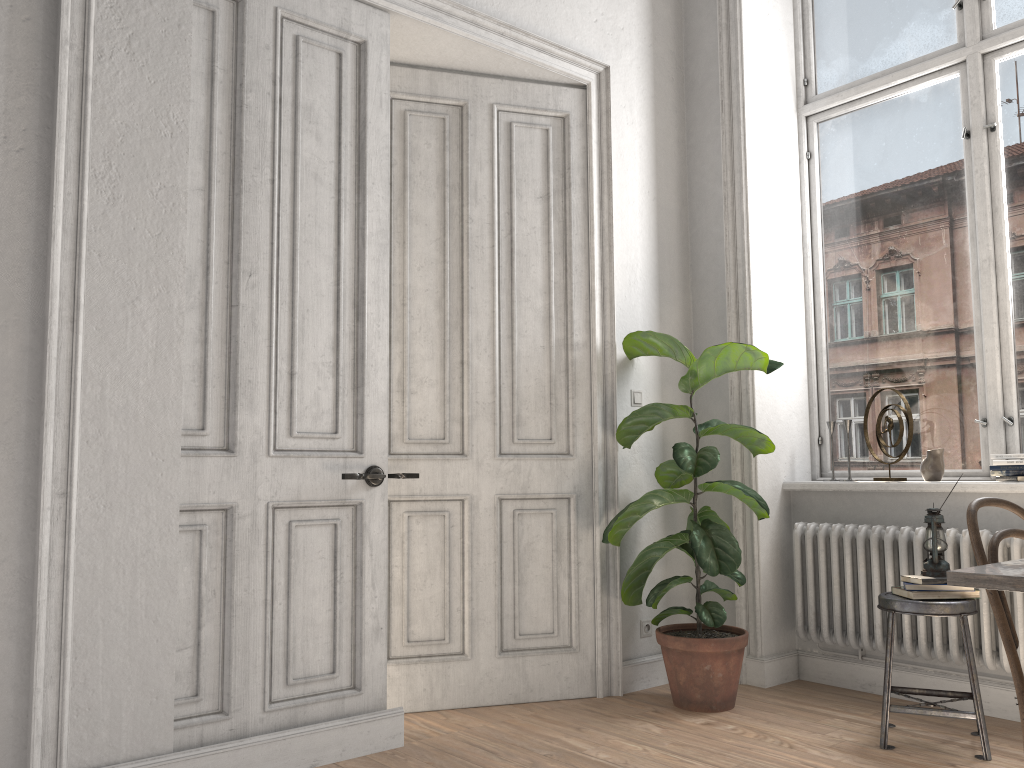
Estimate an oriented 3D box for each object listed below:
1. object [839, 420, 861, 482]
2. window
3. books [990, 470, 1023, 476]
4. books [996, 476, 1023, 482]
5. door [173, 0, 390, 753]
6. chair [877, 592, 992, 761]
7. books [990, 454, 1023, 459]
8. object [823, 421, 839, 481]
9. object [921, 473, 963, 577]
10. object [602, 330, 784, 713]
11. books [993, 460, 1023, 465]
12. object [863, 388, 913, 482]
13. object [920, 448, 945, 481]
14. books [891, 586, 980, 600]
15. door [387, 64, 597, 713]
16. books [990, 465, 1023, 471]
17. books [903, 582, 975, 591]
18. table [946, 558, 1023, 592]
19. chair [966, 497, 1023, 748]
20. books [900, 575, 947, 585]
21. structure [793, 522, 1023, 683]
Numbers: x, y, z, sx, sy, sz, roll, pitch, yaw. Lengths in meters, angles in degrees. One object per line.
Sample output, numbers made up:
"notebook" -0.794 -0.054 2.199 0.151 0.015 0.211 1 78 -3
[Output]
"object" 1.583 0.313 4.171 0.095 0.288 0.095 1 -6 -17
"window" 2.113 -1.041 3.973 0.013 2.841 1.623 4 -7 -39
"books" 2.089 0.362 3.604 0.155 0.022 0.205 2 -6 -20
"books" 2.088 0.385 3.609 0.147 0.023 0.221 -1 -6 9
"door" -0.913 -0.102 3.067 1.097 2.812 0.216 4 -7 -38
"chair" 1.548 1.052 3.284 0.364 0.522 0.360 -3 -6 24
"books" 2.109 0.293 3.596 0.174 0.019 0.244 3 -7 -30
"object" 1.552 0.326 4.297 0.095 0.288 0.095 0 -5 -8
"object" 1.620 0.528 3.343 0.163 0.383 0.154 -3 -6 24
"object" 2.244 0.231 1.788 0.792 1.841 5.830 3 -7 -34
"books" 2.082 0.318 3.596 0.205 0.020 0.155 -5 -8 40
"object" 1.719 0.231 4.045 0.087 0.424 0.348 0 -6 -7
"object" 1.840 0.355 3.882 0.100 0.142 0.102 -3 -6 25
"books" 1.582 0.779 3.317 0.246 0.034 0.194 -1 -6 1
"door" -0.124 -0.020 3.934 1.097 2.812 0.216 1 -6 -15
"books" 2.089 0.340 3.603 0.147 0.023 0.221 2 -6 -24
"books" 1.591 0.752 3.313 0.232 0.029 0.163 -3 -6 21
"table" 2.036 0.719 1.325 1.100 0.779 2.201 4 -7 -39
"chair" 1.395 0.731 2.064 0.438 0.920 0.549 3 -6 -31
"books" 1.593 0.730 3.314 0.221 0.027 0.147 0 -6 -8
"structure" 2.941 -1.039 2.328 0.340 4.470 5.184 4 -7 -39
